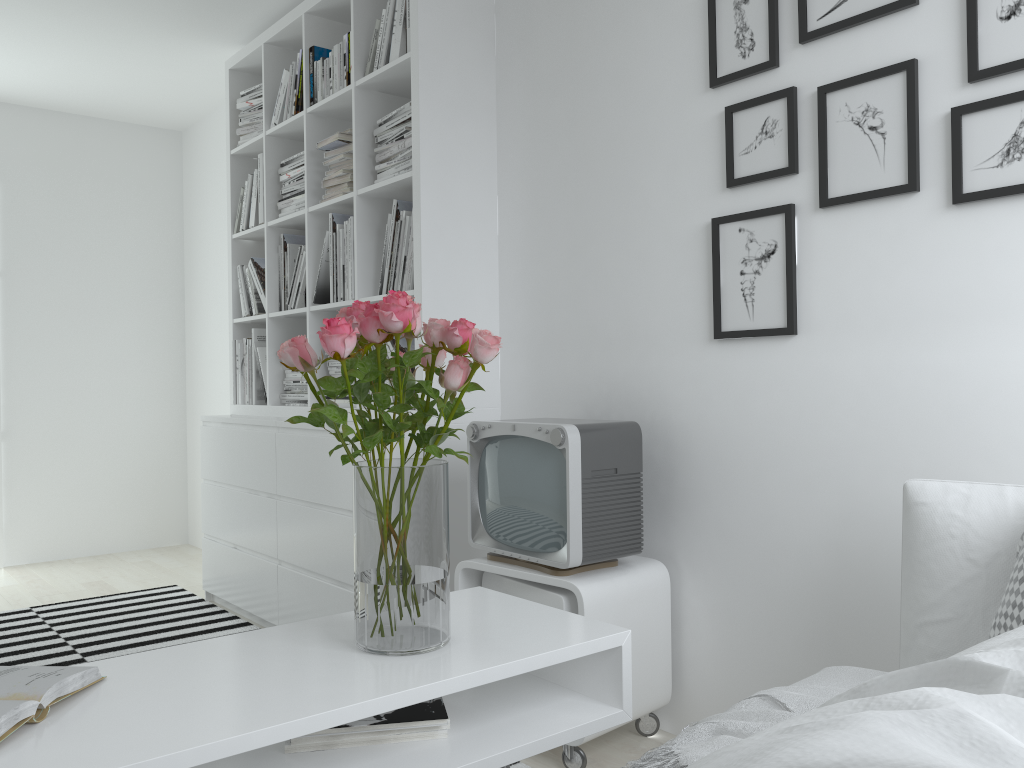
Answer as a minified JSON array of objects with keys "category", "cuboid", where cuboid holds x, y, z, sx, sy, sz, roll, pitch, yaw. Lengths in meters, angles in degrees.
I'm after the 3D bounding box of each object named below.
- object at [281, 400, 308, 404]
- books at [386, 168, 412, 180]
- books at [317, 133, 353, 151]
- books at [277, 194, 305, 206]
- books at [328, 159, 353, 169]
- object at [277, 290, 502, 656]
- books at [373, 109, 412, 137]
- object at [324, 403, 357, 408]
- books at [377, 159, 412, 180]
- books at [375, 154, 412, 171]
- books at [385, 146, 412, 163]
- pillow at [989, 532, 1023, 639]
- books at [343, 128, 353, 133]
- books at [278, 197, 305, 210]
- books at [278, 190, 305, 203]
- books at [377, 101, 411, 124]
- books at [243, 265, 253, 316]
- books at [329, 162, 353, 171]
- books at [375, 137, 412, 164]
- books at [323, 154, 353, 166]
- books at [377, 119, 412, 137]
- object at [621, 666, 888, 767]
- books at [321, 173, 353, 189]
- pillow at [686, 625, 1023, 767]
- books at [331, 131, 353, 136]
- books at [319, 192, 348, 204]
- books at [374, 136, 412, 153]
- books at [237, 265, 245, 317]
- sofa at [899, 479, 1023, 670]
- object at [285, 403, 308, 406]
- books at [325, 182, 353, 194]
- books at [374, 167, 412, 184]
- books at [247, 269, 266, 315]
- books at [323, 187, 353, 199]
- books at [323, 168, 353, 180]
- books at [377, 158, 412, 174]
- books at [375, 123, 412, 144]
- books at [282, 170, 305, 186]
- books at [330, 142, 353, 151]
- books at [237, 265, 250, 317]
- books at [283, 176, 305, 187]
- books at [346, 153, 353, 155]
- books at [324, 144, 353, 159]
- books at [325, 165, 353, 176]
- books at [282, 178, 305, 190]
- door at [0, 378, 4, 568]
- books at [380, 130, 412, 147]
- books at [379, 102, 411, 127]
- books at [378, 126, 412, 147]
[{"category":"object","cuboid":[-0.807,0.071,3.625,0.159,0.012,0.285,-1,0,-39]},{"category":"books","cuboid":[-0.326,-0.684,3.006,0.182,0.016,0.288,-1,0,-34]},{"category":"books","cuboid":[-0.545,-0.888,3.340,0.331,0.025,0.176,-1,0,-39]},{"category":"books","cuboid":[-0.785,-0.746,3.637,0.232,0.014,0.308,-1,0,-41]},{"category":"books","cuboid":[-0.542,-0.812,3.351,0.161,0.012,0.254,-1,0,41]},{"category":"object","cuboid":[-0.213,0.143,1.532,0.350,0.599,0.327,-1,0,-19]},{"category":"books","cuboid":[-0.320,-0.880,3.016,0.176,0.025,0.331,-1,0,-34]},{"category":"object","cuboid":[-0.529,0.077,3.341,0.232,0.014,0.314,-1,0,-40]},{"category":"books","cuboid":[-0.321,-0.719,3.019,0.174,0.021,0.273,-1,0,-34]},{"category":"books","cuboid":[-0.309,-0.750,3.030,0.182,0.016,0.288,-1,0,-44]},{"category":"books","cuboid":[-0.304,-0.766,3.021,0.182,0.016,0.288,-1,0,-29]},{"category":"pillow","cuboid":[0.056,0.310,0.501,2.488,0.513,0.676,-1,0,-37]},{"category":"books","cuboid":[-0.539,-0.921,3.353,0.254,0.012,0.161,-1,0,-39]},{"category":"books","cuboid":[-0.782,-0.732,3.632,0.232,0.014,0.314,-1,0,-40]},{"category":"books","cuboid":[-0.777,-0.759,3.640,0.251,0.012,0.312,-1,0,-38]},{"category":"books","cuboid":[-0.333,-0.912,3.023,0.161,0.012,0.254,-1,0,-34]},{"category":"books","cuboid":[-1.100,-0.410,3.935,0.152,0.232,0.104,-1,0,-39]},{"category":"books","cuboid":[-0.531,-0.797,3.349,0.263,0.017,0.167,-1,0,-44]},{"category":"books","cuboid":[-0.319,-0.787,3.016,0.180,0.028,0.296,-1,0,-34]},{"category":"books","cuboid":[-0.547,-0.824,3.339,0.285,0.012,0.159,-1,0,-39]},{"category":"books","cuboid":[-0.327,-0.861,3.027,0.161,0.013,0.254,-1,0,-39]},{"category":"object","cuboid":[0.508,0.551,1.057,0.670,0.291,0.831,-1,0,-40]},{"category":"books","cuboid":[-0.543,-0.742,3.341,0.180,0.028,0.296,-1,0,41]},{"category":"pillow","cuboid":[0.140,0.307,0.389,0.599,0.505,0.391,-1,0,-39]},{"category":"books","cuboid":[-0.554,-0.908,3.346,0.285,0.012,0.159,-1,0,-34]},{"category":"books","cuboid":[-0.553,-0.682,3.348,0.288,0.016,0.182,-1,0,-39]},{"category":"books","cuboid":[-0.330,-0.807,3.020,0.161,0.012,0.254,-1,0,-44]},{"category":"books","cuboid":[-1.141,-0.414,3.999,0.172,0.239,0.093,-1,0,-39]},{"category":"sofa","cuboid":[0.035,0.573,0.533,2.647,0.768,0.917,-1,0,-39]},{"category":"object","cuboid":[-0.794,0.083,3.615,0.161,0.012,0.254,-1,0,-39]},{"category":"books","cuboid":[-0.541,-0.717,3.344,0.273,0.021,0.174,-1,0,-39]},{"category":"books","cuboid":[-0.316,-0.700,3.020,0.182,0.016,0.288,-1,0,-39]},{"category":"books","cuboid":[-1.058,-0.400,3.882,0.161,0.213,0.118,-1,0,-39]},{"category":"books","cuboid":[-0.539,-0.698,3.340,0.288,0.016,0.182,-1,0,-44]},{"category":"books","cuboid":[-0.537,-0.765,3.326,0.288,0.016,0.182,-1,0,-34]},{"category":"books","cuboid":[-0.325,-0.737,3.027,0.161,0.013,0.254,-1,0,-39]},{"category":"books","cuboid":[-0.327,-0.846,3.030,0.167,0.017,0.263,-1,0,-39]},{"category":"books","cuboid":[-0.818,-0.832,3.621,0.161,0.013,0.256,-1,0,-34]},{"category":"books","cuboid":[-0.535,-0.870,3.348,0.254,0.013,0.161,-1,0,-44]},{"category":"books","cuboid":[-1.122,-0.412,3.959,0.172,0.235,0.112,-1,0,-39]},{"category":"books","cuboid":[-0.798,-0.820,3.610,0.159,0.012,0.285,-1,0,-39]},{"category":"books","cuboid":[-0.535,-0.837,3.359,0.256,0.013,0.161,-1,0,-34]},{"category":"books","cuboid":[-0.546,-0.853,3.347,0.174,0.021,0.273,-1,0,41]},{"category":"books","cuboid":[-0.529,-0.780,3.333,0.182,0.016,0.288,-1,0,41]},{"category":"books","cuboid":[-0.810,-0.808,3.614,0.161,0.012,0.254,-1,0,-39]},{"category":"door","cuboid":[-3.169,-0.042,4.116,0.688,2.055,1.397,-1,0,9]},{"category":"books","cuboid":[-0.319,-0.820,3.014,0.159,0.012,0.285,-1,0,-34]},{"category":"books","cuboid":[-0.327,-0.899,3.008,0.159,0.012,0.285,-1,0,-29]},{"category":"books","cuboid":[-0.338,-0.832,3.027,0.161,0.013,0.256,-1,0,-29]}]
